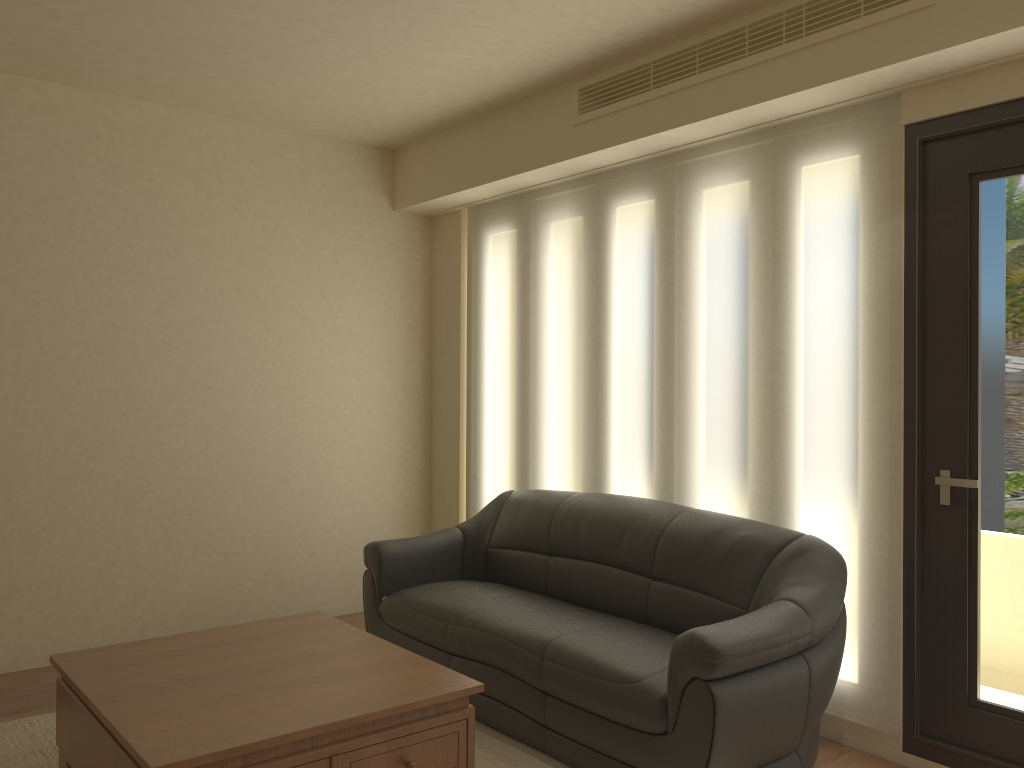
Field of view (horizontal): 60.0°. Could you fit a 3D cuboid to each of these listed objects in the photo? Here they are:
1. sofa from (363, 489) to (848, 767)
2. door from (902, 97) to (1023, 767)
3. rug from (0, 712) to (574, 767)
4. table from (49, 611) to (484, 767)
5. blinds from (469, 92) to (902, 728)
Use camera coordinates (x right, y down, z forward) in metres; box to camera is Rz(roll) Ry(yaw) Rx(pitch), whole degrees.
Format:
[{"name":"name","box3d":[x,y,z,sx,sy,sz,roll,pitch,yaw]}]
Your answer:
[{"name":"sofa","box3d":[0.274,0.993,3.998,0.944,0.918,2.337,1,0,-39]},{"name":"door","box3d":[1.857,0.206,3.051,0.118,2.420,1.011,1,0,-39]},{"name":"rug","box3d":[-0.497,1.451,2.828,2.482,0.011,3.592,1,0,-39]},{"name":"table","box3d":[-0.863,1.210,3.008,1.045,0.482,1.213,1,0,-39]},{"name":"blinds","box3d":[0.614,0.096,4.519,0.002,2.453,2.830,1,0,-39]}]
